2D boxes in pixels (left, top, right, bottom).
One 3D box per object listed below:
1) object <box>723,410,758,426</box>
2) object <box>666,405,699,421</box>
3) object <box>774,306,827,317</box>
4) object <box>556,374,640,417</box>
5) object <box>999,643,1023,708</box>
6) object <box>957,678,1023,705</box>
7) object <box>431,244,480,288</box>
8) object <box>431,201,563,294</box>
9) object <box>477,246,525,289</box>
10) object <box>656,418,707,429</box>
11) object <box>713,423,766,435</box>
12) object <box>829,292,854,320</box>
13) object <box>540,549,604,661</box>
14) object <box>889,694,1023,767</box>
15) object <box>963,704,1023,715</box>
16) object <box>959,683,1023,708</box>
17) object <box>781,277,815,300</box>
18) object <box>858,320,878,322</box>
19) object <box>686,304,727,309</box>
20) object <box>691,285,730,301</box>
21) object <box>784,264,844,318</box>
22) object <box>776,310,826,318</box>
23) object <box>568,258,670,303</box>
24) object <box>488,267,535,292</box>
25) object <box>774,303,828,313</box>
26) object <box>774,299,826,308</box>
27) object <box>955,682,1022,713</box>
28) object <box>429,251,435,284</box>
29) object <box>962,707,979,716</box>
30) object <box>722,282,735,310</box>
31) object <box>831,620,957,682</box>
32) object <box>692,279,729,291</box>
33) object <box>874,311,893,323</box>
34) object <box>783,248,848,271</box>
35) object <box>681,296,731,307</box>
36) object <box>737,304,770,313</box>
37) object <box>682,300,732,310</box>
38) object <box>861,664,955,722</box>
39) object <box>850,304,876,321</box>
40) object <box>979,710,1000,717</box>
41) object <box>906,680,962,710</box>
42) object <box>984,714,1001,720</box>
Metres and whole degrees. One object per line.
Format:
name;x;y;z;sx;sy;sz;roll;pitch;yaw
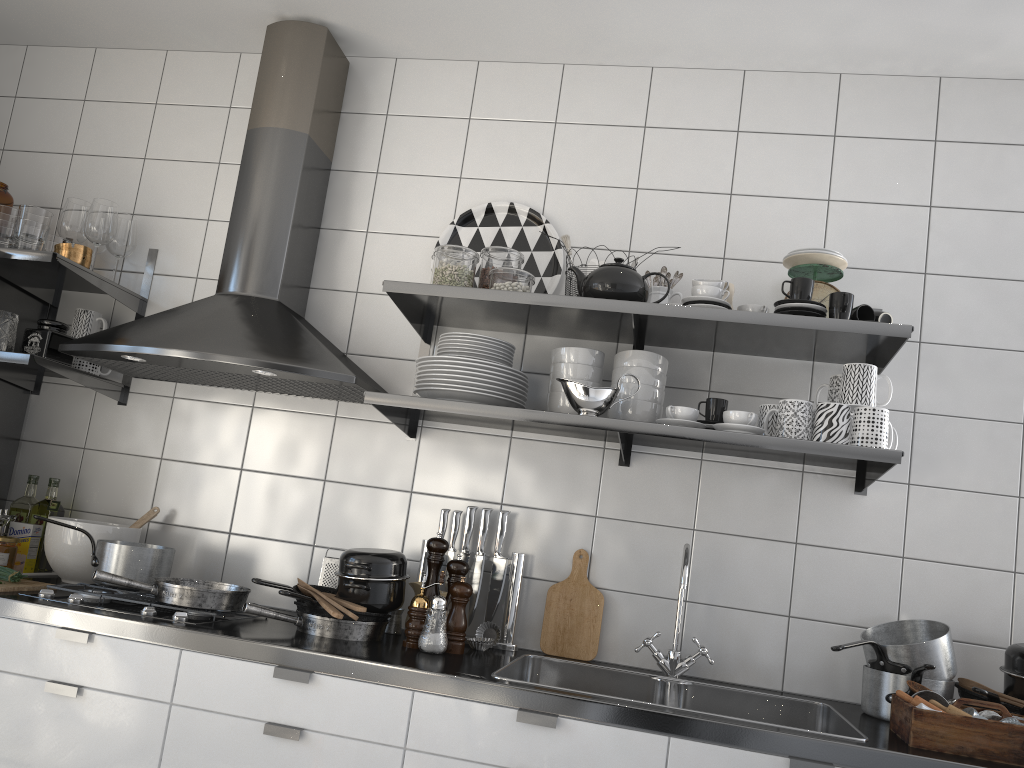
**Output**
object;0.533;0.093;2.079;0.079;0.047;0.083;4;-10;24
object;0.408;0.084;2.128;0.079;0.047;0.083;7;-10;4
object;0.687;-0.158;2.117;0.121;0.021;0.122;5;-10;16
object;0.208;0.030;2.187;0.210;0.134;0.102;9;-9;-6
object;1.232;0.684;2.045;0.191;0.158;0.198;13;-10;-27
object;1.137;0.704;1.941;0.060;0.060;0.335;13;-11;-30
object;-0.152;-0.287;2.321;0.121;0.129;0.122;9;-9;-3
object;-0.044;-0.354;2.605;0.394;0.391;0.053;6;-8;11
object;-0.036;-0.276;2.404;0.121;0.170;0.122;3;-10;31
object;0.405;0.104;2.127;0.121;0.021;0.122;7;-10;9
object;0.531;0.113;2.078;0.121;0.021;0.122;5;-10;16
object;0.775;-0.172;2.075;0.055;0.076;0.070;12;-10;-25
object;0.171;0.595;2.412;0.157;0.292;0.047;6;-8;11
object;0.950;0.694;1.799;0.300;0.100;0.212;6;-10;14
object;1.124;0.738;1.994;0.349;0.081;0.243;16;-12;-37
object;1.122;0.708;1.932;0.064;0.044;0.336;12;-11;-22
object;0.687;-0.211;2.128;0.070;0.078;0.056;3;-10;31
object;0.840;-0.126;2.120;0.121;0.021;0.122;5;-10;16
object;0.475;-0.169;2.171;0.121;0.021;0.122;5;-10;16
object;0.479;-0.208;2.176;0.079;0.049;0.082;11;-10;-15
object;0.784;-0.195;2.311;0.159;0.207;0.186;6;-9;11
object;0.686;-0.149;2.116;0.121;0.021;0.122;10;-10;-11
object;0.267;-0.248;2.240;0.178;0.141;0.200;15;-12;-37
object;-0.004;-0.247;2.279;0.121;0.079;0.122;9;-9;-3
object;0.689;-0.167;2.118;0.121;0.023;0.122;-1;-14;42
object;0.688;-0.177;2.120;0.122;0.023;0.121;16;-13;-37
object;1.139;0.726;1.993;0.245;0.080;0.358;5;-11;19
object;-0.176;-0.282;2.483;0.121;0.170;0.122;3;-10;31
object;0.939;0.701;1.842;0.054;0.059;0.068;7;-9;7
object;0.546;-0.191;2.362;0.127;0.151;0.116;1;-11;37
object;0.871;0.629;2.097;0.371;0.168;0.203;10;-9;-11
object;0.483;-0.237;2.180;0.082;0.067;0.078;4;-10;26
object;0.867;-0.154;2.129;0.069;0.058;0.083;10;-10;-11
object;0.799;-0.318;2.340;0.163;0.046;0.164;14;-11;-29
object;0.475;-0.188;2.175;0.121;0.024;0.122;7;-10;7
object;0.600;-0.165;2.211;0.079;0.047;0.083;4;-10;24
object;0.477;-0.178;2.173;0.121;0.021;0.122;5;-10;16
object;0.945;0.708;2.030;0.200;0.153;0.349;9;-10;-4
object;0.829;-0.154;2.123;0.069;0.057;0.080;11;-10;-16
object;0.989;0.710;1.832;0.068;0.066;0.035;9;-9;-7
object;0.975;0.707;1.887;0.265;0.106;0.048;7;-8;8
object;0.987;0.710;1.809;0.068;0.067;0.026;8;-8;3
